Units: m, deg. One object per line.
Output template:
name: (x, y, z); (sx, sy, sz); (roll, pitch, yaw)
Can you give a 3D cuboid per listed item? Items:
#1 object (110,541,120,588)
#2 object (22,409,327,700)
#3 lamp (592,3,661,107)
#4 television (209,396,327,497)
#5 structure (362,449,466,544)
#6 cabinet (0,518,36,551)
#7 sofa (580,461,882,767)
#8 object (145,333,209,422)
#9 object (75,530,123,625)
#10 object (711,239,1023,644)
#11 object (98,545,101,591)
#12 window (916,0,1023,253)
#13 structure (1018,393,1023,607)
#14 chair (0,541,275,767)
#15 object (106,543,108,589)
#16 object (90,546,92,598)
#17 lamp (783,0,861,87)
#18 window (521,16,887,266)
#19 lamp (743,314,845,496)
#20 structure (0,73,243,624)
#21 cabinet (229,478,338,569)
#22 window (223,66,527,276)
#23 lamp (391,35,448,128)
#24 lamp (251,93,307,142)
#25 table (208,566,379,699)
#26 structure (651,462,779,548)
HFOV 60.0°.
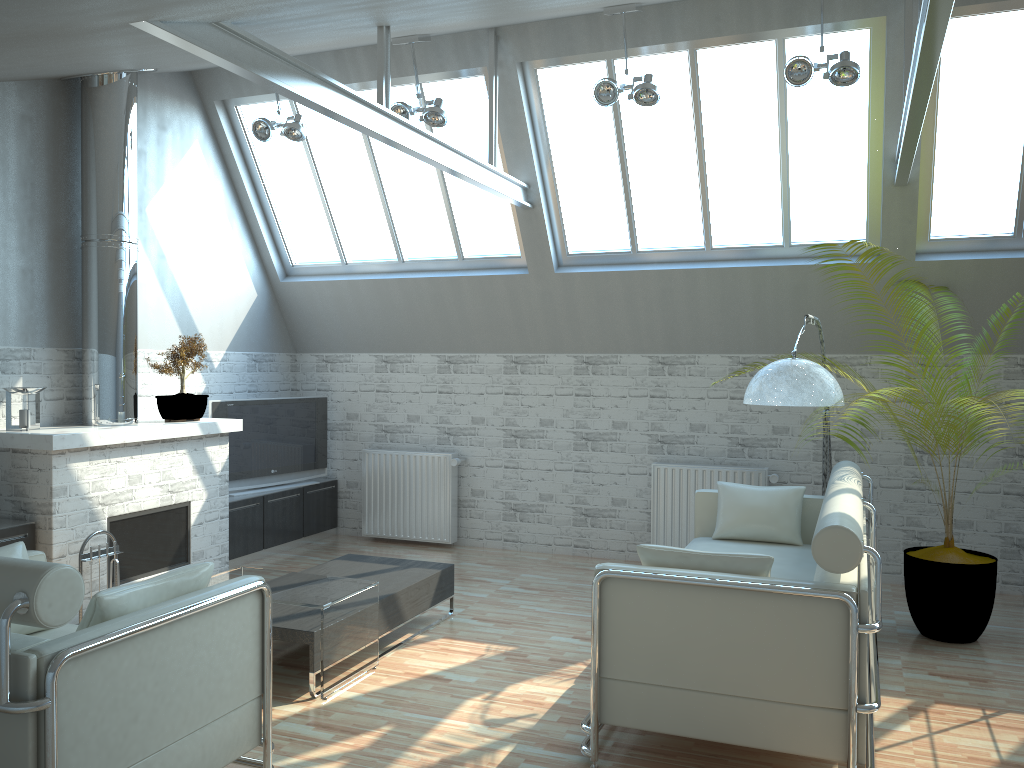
object: (-4.746, 2.312, 10.597); (0.155, 0.873, 0.026); (1, 1, 23)
object: (-3.922, 1.609, 9.204); (4.859, 2.558, 1.528); (1, 1, 20)
lamp: (1.348, -3.959, 10.631); (0.808, 1.172, 0.618); (1, 1, 25)
television: (-4.077, 0.990, 14.818); (0.592, 1.514, 2.577); (1, 1, 31)
structure: (-1.704, 1.926, 15.349); (1.892, 1.524, 0.508); (1, 1, 21)
cabinet: (-6.734, 2.255, 8.247); (0.914, 1.270, 4.572); (1, 1, 21)
sofa: (2.408, 1.943, 8.751); (2.199, 1.999, 4.866); (1, 1, 21)
object: (-4.707, -0.108, 12.456); (0.572, 1.265, 1.115); (1, 1, 25)
object: (-4.883, 2.289, 10.479); (0.412, 1.124, 0.584); (1, 1, 21)
object: (4.296, 0.734, 10.045); (3.777, 4.386, 5.015); (0, 1, -3)
object: (-4.771, 2.346, 10.381); (0.145, 0.932, 0.065); (0, 1, 3)
window: (7.350, -3.116, 10.423); (4.651, 2.787, 1.897); (1, 1, 21)
structure: (8.239, 1.605, 8.169); (5.366, 2.781, 6.483); (1, 1, 21)
chair: (-3.271, 1.961, 6.048); (2.507, 2.001, 2.201); (1, 1, 21)
object: (-4.787, 2.305, 10.491); (0.025, 0.855, 0.025); (2, 2, 44)
object: (-4.819, 2.341, 10.246); (0.146, 0.916, 0.131); (1, 1, 22)
lamp: (3.423, -3.927, 9.816); (0.808, 1.172, 0.619); (1, 1, 26)
window: (2.622, -3.189, 12.280); (4.651, 2.787, 1.897); (1, 1, 21)
lamp: (3.787, 1.041, 10.951); (1.015, 3.709, 4.621); (1, 1, 28)
structure: (-5.162, -0.763, 11.717); (1.309, 7.180, 3.302); (1, 1, 21)
cabinet: (-4.178, 2.256, 14.786); (0.908, 1.016, 3.234); (1, 1, 21)
window: (-2.106, -3.263, 14.137); (4.651, 2.787, 1.897); (1, 1, 21)
lamp: (-1.281, -4.000, 11.664); (0.808, 1.172, 0.619); (1, 1, 26)
lamp: (-3.339, -4.032, 12.472); (0.808, 1.172, 0.619); (1, 1, 26)
table: (-2.352, 2.450, 8.941); (1.726, 0.867, 1.015); (1, 1, 21)
structure: (3.076, 2.001, 13.472); (1.892, 1.524, 0.508); (1, 1, 21)
